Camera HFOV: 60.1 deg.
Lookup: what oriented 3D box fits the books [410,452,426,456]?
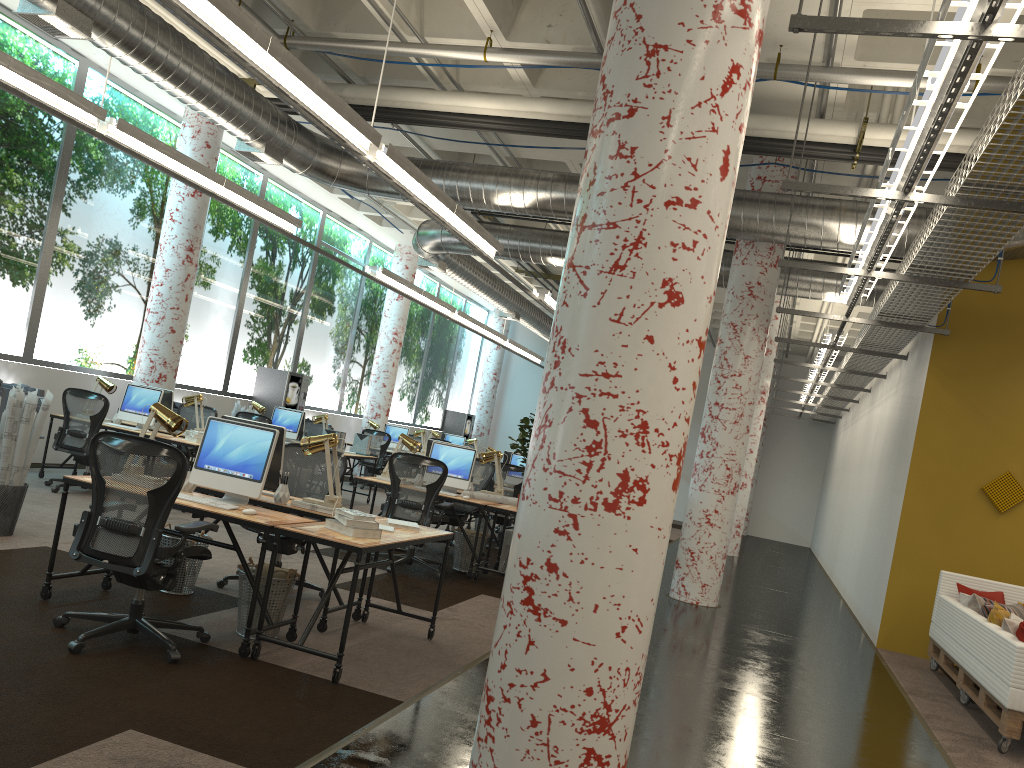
[{"bbox_3d":[-1.810,1.372,17.283,0.308,0.038,0.226,10,-3,17],"label":"books"}]

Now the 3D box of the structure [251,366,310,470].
[{"bbox_3d":[-4.146,0.668,15.553,0.636,1.809,0.753,10,-1,17],"label":"structure"}]

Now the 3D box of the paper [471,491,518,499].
[{"bbox_3d":[0.070,1.193,8.990,1.138,0.082,0.082,12,-2,-19],"label":"paper"}]

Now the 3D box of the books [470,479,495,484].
[{"bbox_3d":[-0.399,1.329,12.038,0.308,0.038,0.226,10,-3,17],"label":"books"}]

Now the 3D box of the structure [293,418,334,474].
[{"bbox_3d":[-3.790,1.206,17.032,0.502,1.057,1.062,10,-2,17],"label":"structure"}]

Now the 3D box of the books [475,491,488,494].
[{"bbox_3d":[-0.220,1.184,9.395,0.308,0.038,0.226,10,-3,17],"label":"books"}]

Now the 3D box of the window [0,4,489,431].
[{"bbox_3d":[-4.672,-1.764,13.561,0.050,3.759,26.308,11,-3,17],"label":"window"}]

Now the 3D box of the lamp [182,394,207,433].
[{"bbox_3d":[-3.715,0.425,10.447,0.525,0.610,0.210,10,-1,36],"label":"lamp"}]

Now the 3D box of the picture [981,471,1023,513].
[{"bbox_3d":[4.884,1.072,8.776,0.423,0.424,0.048,10,0,16],"label":"picture"}]

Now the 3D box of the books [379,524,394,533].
[{"bbox_3d":[-0.840,0.865,5.392,0.243,0.019,0.205,11,-3,-6],"label":"books"}]

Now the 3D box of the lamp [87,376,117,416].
[{"bbox_3d":[-4.761,0.207,10.096,0.525,0.610,0.220,10,-1,36],"label":"lamp"}]

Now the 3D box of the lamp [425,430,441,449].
[{"bbox_3d":[-1.891,1.335,20.032,0.525,0.610,0.220,10,-1,36],"label":"lamp"}]

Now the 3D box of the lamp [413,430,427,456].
[{"bbox_3d":[-1.741,1.200,17.271,0.525,0.610,0.220,10,-1,36],"label":"lamp"}]

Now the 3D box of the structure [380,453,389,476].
[{"bbox_3d":[-2.890,1.559,20.147,0.502,1.057,1.062,10,-2,17],"label":"structure"}]

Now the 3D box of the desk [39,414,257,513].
[{"bbox_3d":[-4.088,0.913,10.201,1.935,0.724,1.406,10,-3,17],"label":"desk"}]

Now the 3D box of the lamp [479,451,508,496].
[{"bbox_3d":[-0.154,1.012,9.379,0.525,0.610,0.210,10,-1,36],"label":"lamp"}]

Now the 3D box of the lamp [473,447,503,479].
[{"bbox_3d":[-0.397,1.146,12.056,0.525,0.610,0.210,10,-1,36],"label":"lamp"}]

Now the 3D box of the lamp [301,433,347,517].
[{"bbox_3d":[-1.180,0.626,5.739,0.525,0.610,0.220,10,-1,36],"label":"lamp"}]

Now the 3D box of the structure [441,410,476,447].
[{"bbox_3d":[-1.560,1.685,24.506,0.636,1.809,0.753,10,-1,17],"label":"structure"}]

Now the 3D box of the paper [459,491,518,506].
[{"bbox_3d":[0.023,1.175,8.829,1.136,0.082,0.083,11,-2,-9],"label":"paper"}]

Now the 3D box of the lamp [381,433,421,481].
[{"bbox_3d":[-1.201,0.794,9.028,0.525,0.610,0.220,10,-1,36],"label":"lamp"}]

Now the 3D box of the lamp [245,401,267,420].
[{"bbox_3d":[-3.892,0.548,13.097,0.525,0.610,0.210,10,-1,36],"label":"lamp"}]

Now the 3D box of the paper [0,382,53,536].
[{"bbox_3d":[-3.795,0.516,6.619,0.441,1.197,0.412,11,-1,-5],"label":"paper"}]

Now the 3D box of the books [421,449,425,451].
[{"bbox_3d":[-1.889,1.518,20.018,0.308,0.038,0.226,10,-3,17],"label":"books"}]

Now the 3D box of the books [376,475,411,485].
[{"bbox_3d":[-1.200,0.977,9.014,0.308,0.038,0.226,10,-3,17],"label":"books"}]

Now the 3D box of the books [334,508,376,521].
[{"bbox_3d":[-0.887,0.737,5.000,0.184,0.030,0.153,7,-5,45],"label":"books"}]

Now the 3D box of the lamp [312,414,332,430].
[{"bbox_3d":[-2.846,0.766,13.448,0.525,0.610,0.220,10,-1,36],"label":"lamp"}]

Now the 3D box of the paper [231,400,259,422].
[{"bbox_3d":[-4.271,0.859,13.954,0.441,1.197,0.412,11,-1,-5],"label":"paper"}]

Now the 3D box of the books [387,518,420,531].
[{"bbox_3d":[-0.704,0.907,5.712,0.200,0.024,0.235,11,-3,-10],"label":"books"}]

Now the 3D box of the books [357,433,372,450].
[{"bbox_3d":[-2.281,0.922,13.516,0.233,0.310,0.068,10,-1,17],"label":"books"}]

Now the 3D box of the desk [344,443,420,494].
[{"bbox_3d":[-2.118,1.687,17.021,1.935,0.724,1.406,10,-3,17],"label":"desk"}]

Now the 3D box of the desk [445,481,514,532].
[{"bbox_3d":[0.273,1.851,12.156,1.935,0.724,1.406,10,-3,17],"label":"desk"}]

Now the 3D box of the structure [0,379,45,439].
[{"bbox_3d":[-5.789,0.419,10.102,0.502,1.057,1.062,10,-2,17],"label":"structure"}]

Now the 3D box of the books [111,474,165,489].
[{"bbox_3d":[-2.228,0.590,5.369,0.308,0.038,0.226,10,-3,17],"label":"books"}]

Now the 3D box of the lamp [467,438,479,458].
[{"bbox_3d":[-0.841,1.554,20.387,0.525,0.610,0.220,10,-1,36],"label":"lamp"}]

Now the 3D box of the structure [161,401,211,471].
[{"bbox_3d":[-4.894,0.772,13.209,0.502,1.057,1.062,10,-2,17],"label":"structure"}]

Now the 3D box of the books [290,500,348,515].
[{"bbox_3d":[-1.248,0.797,5.751,0.308,0.038,0.226,10,-3,17],"label":"books"}]

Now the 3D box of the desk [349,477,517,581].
[{"bbox_3d":[-0.528,1.500,9.132,1.935,0.724,1.406,10,-3,17],"label":"desk"}]

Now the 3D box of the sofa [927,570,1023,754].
[{"bbox_3d":[4.506,2.214,6.702,2.012,0.930,2.867,10,-3,17],"label":"sofa"}]

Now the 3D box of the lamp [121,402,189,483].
[{"bbox_3d":[-2.229,0.407,5.384,0.525,0.610,0.220,10,-1,36],"label":"lamp"}]

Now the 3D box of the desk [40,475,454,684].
[{"bbox_3d":[-1.556,1.112,5.488,1.935,0.724,1.406,10,-3,17],"label":"desk"}]

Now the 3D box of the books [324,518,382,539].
[{"bbox_3d":[-0.896,0.814,4.983,0.270,0.050,0.201,8,-4,44],"label":"books"}]

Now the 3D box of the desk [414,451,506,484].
[{"bbox_3d":[-1.218,2.041,20.136,1.935,0.724,1.406,10,-3,17],"label":"desk"}]

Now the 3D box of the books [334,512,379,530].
[{"bbox_3d":[-0.881,0.770,5.010,0.193,0.044,0.256,12,-4,-26],"label":"books"}]

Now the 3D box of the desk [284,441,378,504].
[{"bbox_3d":[-3.222,1.253,13.198,1.935,0.724,1.406,10,-3,17],"label":"desk"}]

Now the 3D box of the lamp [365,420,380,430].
[{"bbox_3d":[-2.791,0.981,16.916,0.525,0.610,0.220,10,-1,36],"label":"lamp"}]
